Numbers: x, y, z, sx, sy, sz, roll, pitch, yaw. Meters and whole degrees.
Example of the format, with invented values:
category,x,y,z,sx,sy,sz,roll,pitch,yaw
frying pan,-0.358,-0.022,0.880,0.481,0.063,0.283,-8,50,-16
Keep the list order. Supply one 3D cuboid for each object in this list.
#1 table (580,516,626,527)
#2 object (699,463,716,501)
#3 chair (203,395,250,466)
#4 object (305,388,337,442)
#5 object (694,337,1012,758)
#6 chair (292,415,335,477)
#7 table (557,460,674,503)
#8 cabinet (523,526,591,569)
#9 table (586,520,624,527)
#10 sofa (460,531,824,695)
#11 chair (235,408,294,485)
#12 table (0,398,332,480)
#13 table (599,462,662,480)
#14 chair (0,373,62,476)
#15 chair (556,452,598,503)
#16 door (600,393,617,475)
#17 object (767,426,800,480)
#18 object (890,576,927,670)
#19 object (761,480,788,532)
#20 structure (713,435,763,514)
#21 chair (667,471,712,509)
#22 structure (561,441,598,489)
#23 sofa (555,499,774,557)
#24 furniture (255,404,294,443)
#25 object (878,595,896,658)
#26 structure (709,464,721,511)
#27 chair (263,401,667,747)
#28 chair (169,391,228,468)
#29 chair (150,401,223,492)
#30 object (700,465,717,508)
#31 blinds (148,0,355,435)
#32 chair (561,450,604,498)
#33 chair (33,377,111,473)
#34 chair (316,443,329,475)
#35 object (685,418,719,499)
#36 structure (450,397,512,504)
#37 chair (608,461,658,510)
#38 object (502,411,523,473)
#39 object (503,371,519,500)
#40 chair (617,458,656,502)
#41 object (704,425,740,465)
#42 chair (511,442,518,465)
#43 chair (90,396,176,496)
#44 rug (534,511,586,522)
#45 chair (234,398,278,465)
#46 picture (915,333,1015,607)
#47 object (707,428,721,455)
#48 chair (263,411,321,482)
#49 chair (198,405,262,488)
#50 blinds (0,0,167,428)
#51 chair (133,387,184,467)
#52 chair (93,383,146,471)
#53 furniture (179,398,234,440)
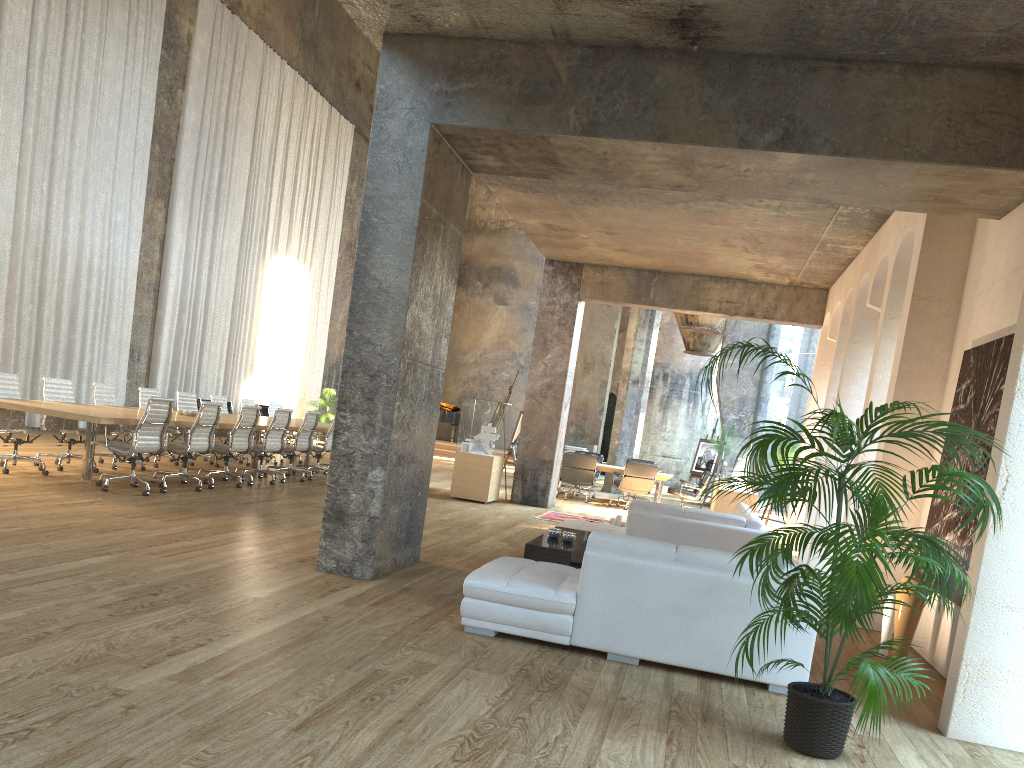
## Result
category,x,y,z,sx,sy,sz,roll,pitch,yaw
table,1.269,1.830,10.813,0.856,0.249,0.369,8,0,11
object,5.012,2.444,21.504,0.657,0.981,0.567,9,3,6
chair,-4.391,0.734,13.775,0.695,1.035,0.664,9,3,17
object,-5.031,0.835,23.782,1.091,1.470,1.122,8,2,3
object,1.447,0.774,4.032,1.393,1.829,1.354,9,3,18
chair,-3.001,0.929,13.630,0.696,1.035,0.663,9,3,11
table,1.830,1.928,16.903,2.400,0.706,1.102,8,0,11
cabinet,0.406,1.509,7.608,0.394,0.372,1.559,9,-2,12
table,1.190,1.825,10.455,0.787,0.204,1.108,8,-2,12
sofa,0.811,1.305,5.587,2.059,0.727,1.069,8,0,11
chair,-3.385,0.801,11.860,0.694,1.035,0.665,9,3,20
table,-4.019,0.866,12.465,1.594,0.764,7.702,8,-2,12
table,2.933,2.417,23.020,1.863,0.551,0.939,8,0,11
chair,-5.268,0.428,9.437,0.695,1.035,0.664,9,3,17
chair,1.209,1.717,16.289,0.728,0.900,0.817,8,2,6
door,3.045,1.577,27.849,0.111,2.656,0.888,4,6,-36
object,4.322,1.072,13.961,0.687,0.948,0.854,8,2,3
object,2.708,1.646,6.042,0.174,0.636,0.236,8,4,0
object,4.126,2.009,14.055,0.662,0.981,0.563,7,4,-24
structure,3.512,1.613,13.677,0.592,1.562,0.739,9,4,12
chair,3.285,2.032,16.601,0.819,0.901,0.726,8,2,6
structure,1.464,1.843,19.965,0.740,1.024,0.733,9,3,12
sofa,1.678,1.599,9.693,2.055,0.727,2.924,8,-2,12
furniture,-5.457,0.938,20.295,0.705,0.848,1.868,9,-1,12
object,2.717,1.750,6.346,0.100,0.456,0.101,12,6,36
structure,4.499,2.204,18.018,0.732,1.024,0.741,9,3,12
chair,-1.271,1.243,14.987,12.897,1.040,31.454,8,-2,12
chair,-4.574,0.671,12.896,0.694,1.035,0.665,9,3,20
chair,-3.756,0.674,10.085,0.695,1.035,0.663,9,3,15
object,4.569,2.278,19.033,0.662,0.981,0.563,6,4,-42
blinds,-5.763,-3.107,20.871,0.274,8.720,7.809,9,2,13
chair,1.417,1.808,17.757,0.725,0.900,0.821,9,2,19
chair,-5.117,0.485,10.287,0.694,1.035,0.665,9,3,20
chair,-2.833,0.988,14.468,0.694,1.035,0.665,9,3,20
object,5.040,1.927,22.636,0.692,2.167,0.687,12,6,41
structure,-0.476,1.028,13.546,0.592,1.562,0.739,9,4,12
chair,2.194,1.854,16.121,0.733,0.900,0.812,8,2,-14
object,0.329,1.112,19.447,0.691,2.166,0.687,13,6,44
object,-0.272,0.817,14.396,0.682,2.166,0.697,9,5,11
chair,2.497,1.956,17.538,0.726,0.900,0.819,9,2,13
object,4.570,1.317,19.053,0.854,0.948,0.686,9,3,14
chair,0.342,1.629,17.209,0.818,0.901,0.726,8,2,8
chair,-3.954,0.608,9.158,0.695,1.035,0.664,9,3,18
rug,1.628,2.073,12.654,2.452,0.009,1.344,8,-2,12
chair,-4.203,0.798,14.672,0.695,1.035,0.663,9,3,15
picture,3.110,0.578,5.966,0.069,1.786,1.498,9,2,12
object,5.098,1.492,21.452,0.680,0.948,0.862,10,2,33
chair,-3.200,0.863,12.720,0.695,1.035,0.664,9,3,17
chair,-3.568,0.739,10.982,0.695,1.035,0.664,9,3,17
blinds,-7.550,-3.713,12.426,0.274,8.720,7.809,9,2,13
chair,-4.759,0.609,12.037,0.695,1.035,0.664,9,3,17
chair,-4.940,0.545,11.123,0.696,1.035,0.663,9,3,11
furniture,-5.951,0.770,17.962,0.705,0.848,1.868,9,-1,12
